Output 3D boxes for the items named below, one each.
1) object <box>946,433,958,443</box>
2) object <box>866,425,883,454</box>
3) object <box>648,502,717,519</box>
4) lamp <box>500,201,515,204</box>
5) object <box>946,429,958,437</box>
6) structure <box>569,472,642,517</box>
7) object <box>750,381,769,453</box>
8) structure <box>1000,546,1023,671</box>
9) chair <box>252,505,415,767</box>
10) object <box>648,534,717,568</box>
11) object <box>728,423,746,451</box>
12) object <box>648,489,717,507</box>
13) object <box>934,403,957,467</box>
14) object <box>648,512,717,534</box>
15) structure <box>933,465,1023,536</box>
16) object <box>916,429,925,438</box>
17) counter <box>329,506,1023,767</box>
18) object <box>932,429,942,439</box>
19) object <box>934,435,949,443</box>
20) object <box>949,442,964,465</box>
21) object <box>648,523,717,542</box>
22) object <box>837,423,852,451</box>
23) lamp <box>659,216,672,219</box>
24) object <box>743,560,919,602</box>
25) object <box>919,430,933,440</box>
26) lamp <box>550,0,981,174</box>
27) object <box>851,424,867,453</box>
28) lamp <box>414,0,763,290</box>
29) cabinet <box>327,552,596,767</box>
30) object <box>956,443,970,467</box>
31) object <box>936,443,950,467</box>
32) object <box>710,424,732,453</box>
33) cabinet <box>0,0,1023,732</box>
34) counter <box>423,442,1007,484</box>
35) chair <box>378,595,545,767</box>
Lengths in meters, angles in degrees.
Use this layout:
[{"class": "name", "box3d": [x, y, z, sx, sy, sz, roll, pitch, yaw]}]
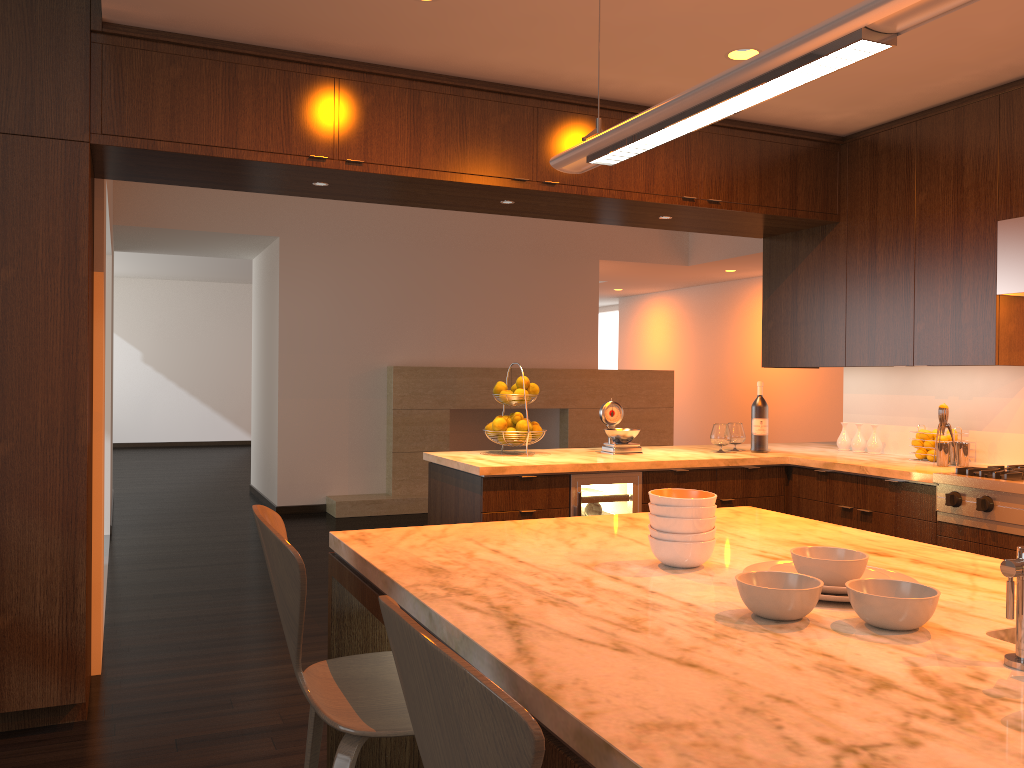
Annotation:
[{"class": "object", "box3d": [2.101, 0.260, 4.235, 0.051, 0.053, 0.063, 1, 0, 22]}, {"class": "object", "box3d": [1.918, 0.293, 4.691, 0.079, 0.154, 0.079, 0, 1, -41]}, {"class": "object", "box3d": [0.352, 0.276, 1.831, 0.140, 0.064, 0.139, 1, 1, 40]}, {"class": "lamp", "box3d": [-0.022, -0.866, 4.222, 0.068, 0.004, 0.068, 0, 1, -43]}, {"class": "object", "box3d": [2.132, 0.246, 4.295, 0.050, 0.060, 0.059, 1, 0, 9]}, {"class": "structure", "box3d": [1.791, 0.860, 3.527, 3.060, 0.862, 3.400, 0, 0, -24]}, {"class": "object", "box3d": [1.319, 0.175, 4.721, 0.095, 0.378, 0.094, 1, 0, 2]}, {"class": "structure", "box3d": [0.692, 0.302, 1.198, 0.067, 0.161, 0.050, 0, 0, -24]}, {"class": "chair", "box3d": [-0.256, 0.760, 1.762, 0.506, 1.047, 0.520, 0, 0, -19]}, {"class": "object", "box3d": [0.351, 0.345, 1.832, 0.139, 0.059, 0.140, 0, 0, -32]}, {"class": "object", "box3d": [1.208, 0.286, 4.800, 0.112, 0.151, 0.112, 1, 0, -6]}, {"class": "object", "box3d": [0.352, 0.255, 1.832, 0.139, 0.062, 0.140, 0, 0, -15]}, {"class": "object", "box3d": [1.965, 0.231, 4.052, 0.101, 0.288, 0.088, 1, 0, 6]}, {"class": "object", "box3d": [0.351, 0.298, 1.831, 0.139, 0.062, 0.140, 0, 0, -24]}, {"class": "structure", "box3d": [2.315, 0.370, 3.344, 0.824, 0.422, 1.067, 0, 0, -24]}, {"class": "object", "box3d": [2.002, 0.250, 4.331, 0.052, 0.060, 0.057, 1, 0, -3]}, {"class": "counter", "box3d": [0.682, 0.401, 1.203, 1.280, 0.038, 2.711, 0, 0, -24]}, {"class": "object", "box3d": [2.055, 0.244, 4.289, 0.051, 0.053, 0.063, 1, 0, 11]}, {"class": "object", "box3d": [2.044, 0.271, 4.222, 0.061, 0.052, 0.053, 1, 0, 22]}, {"class": "object", "box3d": [2.058, 0.322, 4.109, 0.060, 0.106, 0.060, 1, 0, 8]}, {"class": "object", "box3d": [0.351, 0.320, 1.832, 0.139, 0.068, 0.140, 0, 1, -41]}, {"class": "object", "box3d": [1.834, 0.291, 4.893, 0.079, 0.154, 0.079, 0, 1, -41]}, {"class": "lamp", "box3d": [0.793, -0.861, 4.582, 0.068, 0.004, 0.068, 0, 1, -43]}, {"class": "object", "box3d": [0.587, 0.368, 1.643, 0.309, 0.021, 0.310, 0, 0, -24]}, {"class": "object", "box3d": [1.997, 0.247, 4.279, 0.053, 0.051, 0.063, 0, 0, -33]}, {"class": "lamp", "box3d": [0.654, -0.913, 1.203, 0.120, 0.765, 2.465, 0, 0, -24]}, {"class": "object", "box3d": [1.875, 0.292, 4.793, 0.079, 0.154, 0.079, 0, 1, -41]}, {"class": "lamp", "box3d": [0.151, -1.440, 9.016, 5.868, 0.171, 16.431, 0, 0, -24]}, {"class": "cabinet", "box3d": [0.677, 0.858, 1.206, 1.281, 0.876, 2.713, 0, 0, -24]}, {"class": "object", "box3d": [2.051, 0.322, 4.034, 0.060, 0.106, 0.060, 1, 0, 8]}, {"class": "object", "box3d": [1.963, 0.322, 4.038, 0.060, 0.106, 0.060, 1, 0, 8]}, {"class": "object", "box3d": [1.104, 0.286, 4.686, 0.112, 0.151, 0.112, 1, 0, -6]}, {"class": "cabinet", "box3d": [1.053, -0.205, 2.141, 7.728, 2.997, 5.521, 0, 0, -24]}, {"class": "counter", "box3d": [1.735, 0.395, 3.504, 3.187, 0.038, 3.616, 0, 0, -24]}, {"class": "chair", "box3d": [0.101, 0.769, 1.054, 0.506, 1.047, 0.520, 0, 0, -24]}]
